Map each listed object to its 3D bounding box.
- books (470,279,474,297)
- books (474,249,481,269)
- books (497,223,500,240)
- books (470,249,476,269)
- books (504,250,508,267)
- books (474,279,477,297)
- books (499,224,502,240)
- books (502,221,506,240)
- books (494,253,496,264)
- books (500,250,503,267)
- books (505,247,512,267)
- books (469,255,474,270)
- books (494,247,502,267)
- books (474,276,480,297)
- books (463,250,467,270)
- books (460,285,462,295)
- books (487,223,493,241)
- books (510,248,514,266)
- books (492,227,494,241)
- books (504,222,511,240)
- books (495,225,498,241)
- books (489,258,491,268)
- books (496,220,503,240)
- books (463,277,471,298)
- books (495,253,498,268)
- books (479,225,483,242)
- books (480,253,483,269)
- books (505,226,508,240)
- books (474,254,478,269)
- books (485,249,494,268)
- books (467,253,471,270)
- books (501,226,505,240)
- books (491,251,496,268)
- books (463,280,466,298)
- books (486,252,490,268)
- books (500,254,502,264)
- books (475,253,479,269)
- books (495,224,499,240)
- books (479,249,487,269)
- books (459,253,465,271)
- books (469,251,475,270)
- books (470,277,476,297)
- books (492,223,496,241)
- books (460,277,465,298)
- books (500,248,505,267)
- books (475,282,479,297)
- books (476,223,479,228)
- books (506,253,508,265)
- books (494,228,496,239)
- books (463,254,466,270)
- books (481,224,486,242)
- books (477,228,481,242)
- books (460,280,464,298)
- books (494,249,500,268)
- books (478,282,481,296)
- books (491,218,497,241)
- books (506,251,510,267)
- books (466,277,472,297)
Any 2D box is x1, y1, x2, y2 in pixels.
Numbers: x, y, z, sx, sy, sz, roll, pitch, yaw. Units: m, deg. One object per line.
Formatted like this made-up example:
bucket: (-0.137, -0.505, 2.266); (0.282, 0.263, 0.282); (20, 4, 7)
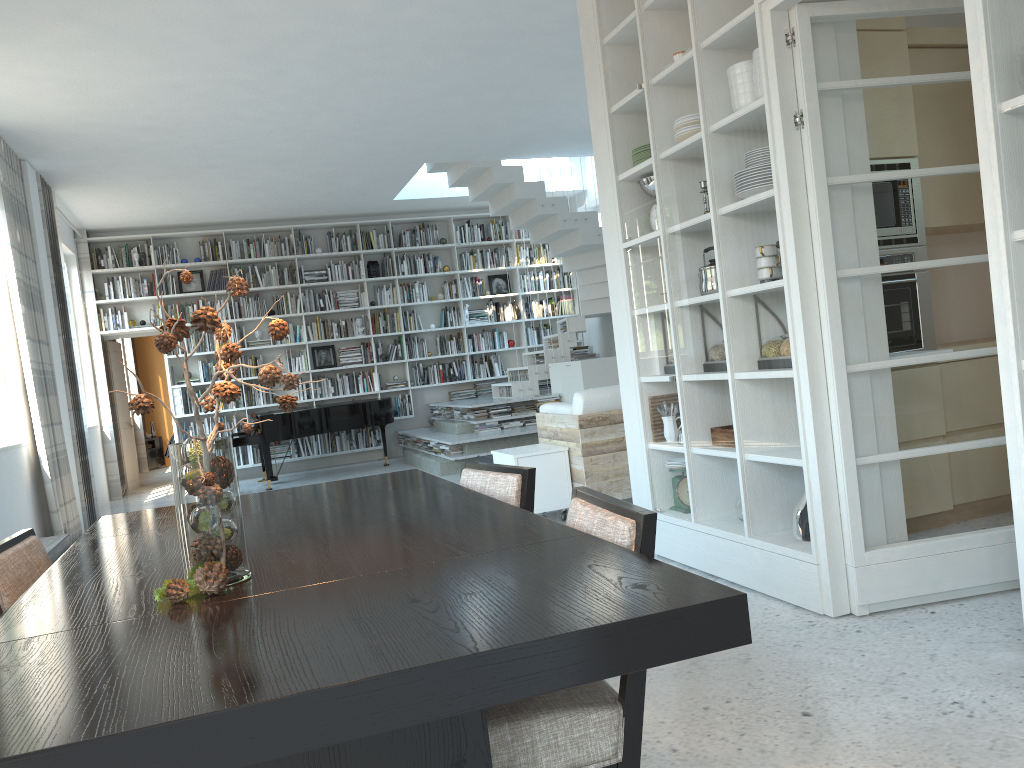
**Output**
books: (-0.568, -1.308, 12.189); (0.043, 0.269, 0.131); (-7, 2, -18)
books: (-0.469, -1.699, 12.192); (0.026, 0.288, 0.156); (-7, 2, -18)
books: (-0.204, -2.087, 12.295); (0.017, 0.257, 0.146); (-7, 2, -18)
books: (-0.540, -1.695, 12.176); (0.011, 0.296, 0.162); (-7, 2, -18)
books: (-0.110, -1.721, 12.310); (0.030, 0.241, 0.162); (-7, 2, -18)
books: (-0.524, -1.313, 12.193); (0.020, 0.267, 0.152); (-7, 2, -18)
books: (-0.180, -2.079, 12.281); (0.018, 0.235, 0.186); (-7, 2, -18)
books: (-0.125, -2.109, 12.324); (0.025, 0.279, 0.136); (-7, 2, -18)
books: (-0.260, -1.690, 12.267); (0.013, 0.216, 0.177); (-7, 2, -18)
books: (-0.165, -1.718, 12.294); (0.011, 0.249, 0.152); (-7, 2, -18)
books: (-0.055, -1.750, 12.334); (0.026, 0.284, 0.147); (-7, 2, -18)
books: (-0.572, -1.646, 12.152); (0.025, 0.207, 0.175); (-7, 2, -18)
books: (-0.193, -1.737, 12.273); (0.022, 0.294, 0.181); (-7, 2, -18)
books: (-0.492, -1.325, 12.187); (0.014, 0.285, 0.175); (-7, 2, -18)
books: (-0.642, -1.675, 12.145); (0.051, 0.282, 0.166); (-7, 2, -18)
books: (-0.730, -1.296, 12.129); (0.031, 0.284, 0.137); (-7, 2, -18)
books: (-0.302, -2.074, 12.240); (0.019, 0.256, 0.169); (-7, 2, -18)
books: (-0.026, -1.744, 12.341); (0.031, 0.265, 0.169); (-7, 2, -18)
books: (-0.288, -2.058, 12.248); (0.008, 0.220, 0.182); (-7, 2, -18)
books: (-0.065, -2.108, 12.326); (0.026, 0.263, 0.163); (-7, 2, -18)
books: (-0.235, -2.067, 12.262); (0.007, 0.226, 0.170); (-7, 2, -18)
books: (-0.334, -1.671, 12.270); (0.026, 0.196, 0.130); (-7, 2, -18)
books: (-0.172, -2.113, 12.304); (0.020, 0.299, 0.131); (-7, 2, -18)
books: (-0.630, -1.310, 12.152); (0.065, 0.289, 0.146); (-7, 2, -18)
books: (-0.236, -1.693, 12.264); (0.031, 0.217, 0.165); (-7, 2, -18)
books: (-0.435, -2.057, 12.222); (0.012, 0.254, 0.161); (-7, 2, -18)
books: (-0.445, -1.678, 12.210); (0.025, 0.238, 0.142); (-7, 2, -18)
books: (-0.096, -2.078, 12.339); (0.031, 0.211, 0.131); (-7, 2, -18)
books: (-0.516, -1.661, 12.184); (0.030, 0.224, 0.158); (-7, 2, -18)
books: (-0.308, -1.717, 12.258); (0.048, 0.283, 0.162); (-7, 2, -18)
books: (-0.606, -1.664, 12.165); (0.026, 0.251, 0.130); (-7, 2, -18)
books: (-0.140, -2.071, 12.300); (0.029, 0.210, 0.169); (-7, 2, -18)
books: (-0.269, -1.700, 12.246); (0.014, 0.240, 0.189); (-7, 2, -18)
books: (-0.662, -1.285, 12.136); (0.011, 0.248, 0.155); (-7, 2, -18)
books: (-0.349, -1.685, 12.217); (0.030, 0.230, 0.187); (-7, 2, -18)
books: (-0.181, -1.717, 12.303); (0.014, 0.249, 0.162); (-7, 2, -18)
books: (-0.496, -1.670, 12.205); (0.024, 0.236, 0.146); (-7, 2, -18)
books: (-0.222, -2.081, 12.274); (0.031, 0.249, 0.164); (-7, 2, -18)
books: (-0.404, -1.695, 12.169); (0.032, 0.265, 0.245); (-7, 2, -18)
books: (-0.683, -1.656, 12.133); (0.012, 0.254, 0.161); (-7, 2, -18)
books: (-0.552, -1.675, 12.163); (0.026, 0.261, 0.167); (-7, 2, -18)
books: (-0.535, -1.321, 12.175); (0.012, 0.287, 0.176); (-7, 2, -18)
books: (-0.272, -2.076, 12.259); (0.016, 0.252, 0.189); (-7, 2, -18)
books: (-0.680, -1.310, 12.139); (0.015, 0.301, 0.140); (-7, 2, -18)
books: (-0.141, -1.732, 12.292); (0.036, 0.272, 0.177); (-7, 2, -18)
books: (-0.496, -1.285, 12.174); (0.013, 0.207, 0.189); (-7, 2, -18)
books: (-0.466, -2.066, 12.215); (0.012, 0.279, 0.153); (-7, 2, -18)
books: (-0.095, -1.726, 12.333); (0.014, 0.246, 0.142); (-7, 2, -18)
books: (-0.262, -2.081, 12.277); (0.017, 0.259, 0.136); (-7, 2, -18)
books: (-0.669, -1.648, 12.135); (0.013, 0.237, 0.141); (-7, 2, -18)
books: (-0.411, -2.061, 12.216); (0.030, 0.257, 0.165); (-7, 2, -18)
books: (-0.470, -2.026, 12.186); (0.023, 0.202, 0.190); (-7, 2, -18)
books: (-0.702, -1.284, 12.146); (0.030, 0.253, 0.128); (-7, 2, -18)
books: (-0.216, -1.719, 12.280); (0.023, 0.264, 0.156); (-7, 2, -18)
books: (-0.466, -1.292, 12.200); (0.033, 0.213, 0.152); (-7, 2, -18)
books: (-0.250, -2.114, 12.266); (0.007, 0.321, 0.165); (-7, 2, -18)
books: (-0.075, -1.722, 12.331); (0.022, 0.234, 0.158); (-7, 2, -18)
books: (-0.592, -1.313, 12.171); (0.012, 0.285, 0.159); (-7, 2, -18)
